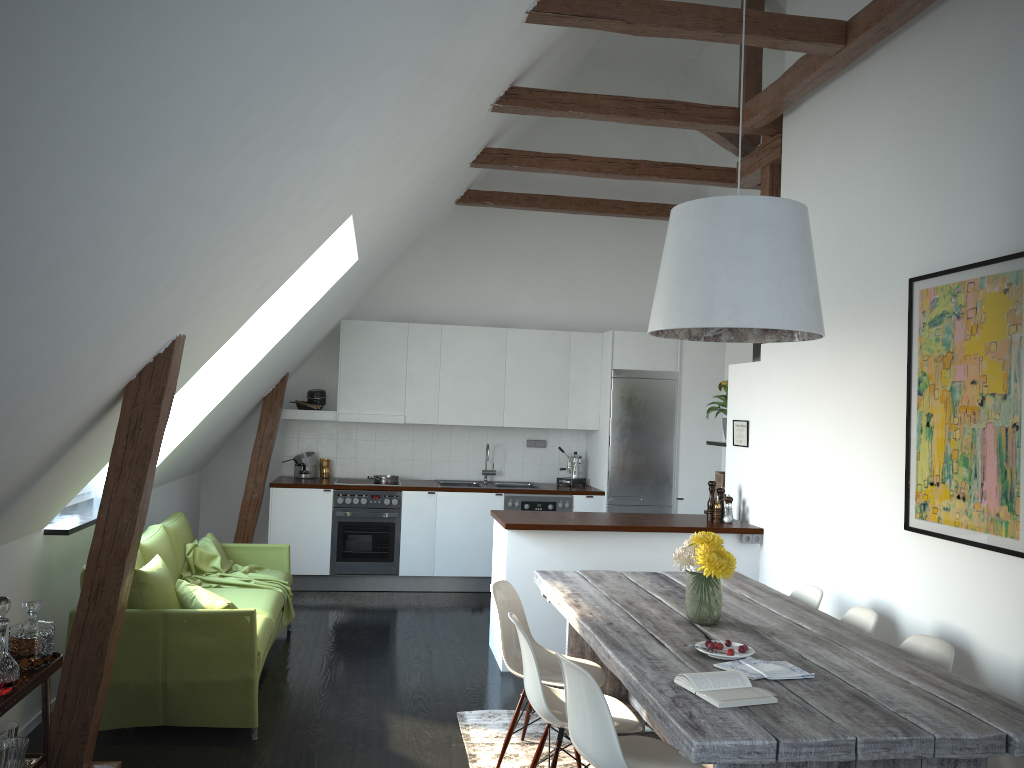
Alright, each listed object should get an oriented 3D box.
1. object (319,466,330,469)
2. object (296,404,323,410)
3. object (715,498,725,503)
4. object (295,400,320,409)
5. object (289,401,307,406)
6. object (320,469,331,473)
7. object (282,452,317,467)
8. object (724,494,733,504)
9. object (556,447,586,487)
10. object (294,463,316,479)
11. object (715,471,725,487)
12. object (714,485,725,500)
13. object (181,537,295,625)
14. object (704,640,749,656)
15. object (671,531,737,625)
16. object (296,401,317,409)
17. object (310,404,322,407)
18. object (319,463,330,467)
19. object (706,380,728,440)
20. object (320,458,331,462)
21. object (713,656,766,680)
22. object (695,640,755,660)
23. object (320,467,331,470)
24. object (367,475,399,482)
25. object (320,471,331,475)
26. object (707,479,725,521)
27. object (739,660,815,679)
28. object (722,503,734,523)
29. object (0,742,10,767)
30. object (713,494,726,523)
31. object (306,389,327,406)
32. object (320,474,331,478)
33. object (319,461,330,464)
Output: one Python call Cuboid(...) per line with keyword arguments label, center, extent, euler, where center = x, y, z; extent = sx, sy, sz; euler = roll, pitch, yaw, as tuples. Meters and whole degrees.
Cuboid(label="object", center=(-1.731, 0.770, 8.205), extent=(0.099, 0.057, 0.101), euler=(2, -2, 3))
Cuboid(label="object", center=(-1.831, 0.210, 8.065), extent=(0.243, 0.056, 0.350), euler=(3, -2, -20))
Cuboid(label="object", center=(1.702, 0.913, 6.608), extent=(0.329, 0.101, 0.287), euler=(2, -2, 1))
Cuboid(label="object", center=(-1.851, 0.184, 8.019), extent=(0.331, 0.077, 0.061), euler=(1, -2, 40))
Cuboid(label="object", center=(-1.908, 0.193, 8.093), extent=(0.357, 0.075, 0.244), euler=(3, -2, -38))
Cuboid(label="object", center=(-1.729, 0.812, 8.203), extent=(0.099, 0.051, 0.099), euler=(3, -2, -23))
Cuboid(label="object", center=(-1.960, 0.703, 8.097), extent=(0.371, 0.169, 0.203), euler=(3, -2, -36))
Cuboid(label="object", center=(1.464, 0.839, 5.997), extent=(0.058, 0.184, 0.058), euler=(3, -2, -12))
Cuboid(label="object", center=(0.543, 0.780, 8.432), extent=(0.206, 0.370, 0.353), euler=(1, -2, 38))
Cuboid(label="object", center=(-1.863, 0.784, 8.080), extent=(0.200, 0.154, 0.348), euler=(3, -2, -29))
Cuboid(label="object", center=(1.711, 0.713, 6.624), extent=(0.329, 0.101, 0.287), euler=(2, -2, 1))
Cuboid(label="object", center=(1.706, 0.814, 6.611), extent=(0.287, 0.101, 0.329), euler=(3, -2, -13))
Cuboid(label="object", center=(-1.792, 1.285, 5.849), extent=(0.722, 0.493, 0.711), euler=(3, -2, -13))
Cuboid(label="object", center=(0.760, 0.930, 3.135), extent=(0.132, 0.034, 0.144), euler=(3, -2, -37))
Cuboid(label="object", center=(0.785, 0.784, 3.603), extent=(0.233, 0.365, 0.293), euler=(3, -2, -38))
Cuboid(label="object", center=(-1.862, 0.190, 8.008), extent=(0.065, 0.065, 0.332), euler=(4, -2, -41))
Cuboid(label="object", center=(-1.831, 0.188, 8.067), extent=(0.335, 0.031, 0.065), euler=(1, -2, 39))
Cuboid(label="object", center=(-1.731, 0.752, 8.201), extent=(0.100, 0.036, 0.100), euler=(4, -2, -42))
Cuboid(label="object", center=(1.704, 0.197, 6.685), extent=(0.493, 0.486, 0.506), euler=(2, -2, 11))
Cuboid(label="object", center=(-1.728, 0.714, 8.202), extent=(0.100, 0.047, 0.099), euler=(3, -2, -13))
Cuboid(label="object", center=(0.794, 0.942, 2.947), extent=(0.182, 0.014, 0.185), euler=(3, -2, -34))
Cuboid(label="object", center=(0.748, 0.942, 3.123), extent=(0.205, 0.024, 0.205), euler=(3, -2, -16))
Cuboid(label="object", center=(-1.731, 0.792, 8.205), extent=(0.099, 0.043, 0.100), euler=(3, -2, -21))
Cuboid(label="object", center=(-1.194, 0.853, 8.036), extent=(0.351, 0.061, 0.232), euler=(3, -2, -35))
Cuboid(label="object", center=(-1.728, 0.830, 8.202), extent=(0.100, 0.048, 0.099), euler=(2, -2, 10))
Cuboid(label="object", center=(1.391, 0.788, 6.044), extent=(0.123, 0.283, 0.061), euler=(2, -2, -8))
Cuboid(label="object", center=(0.879, 0.944, 2.944), extent=(0.182, 0.016, 0.179), euler=(3, -2, -14))
Cuboid(label="object", center=(1.445, 0.861, 5.923), extent=(0.069, 0.135, 0.069), euler=(3, -2, -33))
Cuboid(label="object", center=(-1.599, 1.174, 2.721), extent=(0.095, 0.119, 0.095), euler=(1, -2, 43))
Cuboid(label="object", center=(1.391, 0.831, 5.959), extent=(0.080, 0.192, 0.058), euler=(3, -2, -25))
Cuboid(label="object", center=(-1.793, 0.128, 8.136), extent=(0.200, 0.166, 0.190), euler=(1, -2, 44))
Cuboid(label="object", center=(-1.727, 0.852, 8.203), extent=(0.100, 0.036, 0.100), euler=(3, -2, -12))
Cuboid(label="object", center=(-1.731, 0.735, 8.202), extent=(0.100, 0.036, 0.100), euler=(2, -2, 20))
